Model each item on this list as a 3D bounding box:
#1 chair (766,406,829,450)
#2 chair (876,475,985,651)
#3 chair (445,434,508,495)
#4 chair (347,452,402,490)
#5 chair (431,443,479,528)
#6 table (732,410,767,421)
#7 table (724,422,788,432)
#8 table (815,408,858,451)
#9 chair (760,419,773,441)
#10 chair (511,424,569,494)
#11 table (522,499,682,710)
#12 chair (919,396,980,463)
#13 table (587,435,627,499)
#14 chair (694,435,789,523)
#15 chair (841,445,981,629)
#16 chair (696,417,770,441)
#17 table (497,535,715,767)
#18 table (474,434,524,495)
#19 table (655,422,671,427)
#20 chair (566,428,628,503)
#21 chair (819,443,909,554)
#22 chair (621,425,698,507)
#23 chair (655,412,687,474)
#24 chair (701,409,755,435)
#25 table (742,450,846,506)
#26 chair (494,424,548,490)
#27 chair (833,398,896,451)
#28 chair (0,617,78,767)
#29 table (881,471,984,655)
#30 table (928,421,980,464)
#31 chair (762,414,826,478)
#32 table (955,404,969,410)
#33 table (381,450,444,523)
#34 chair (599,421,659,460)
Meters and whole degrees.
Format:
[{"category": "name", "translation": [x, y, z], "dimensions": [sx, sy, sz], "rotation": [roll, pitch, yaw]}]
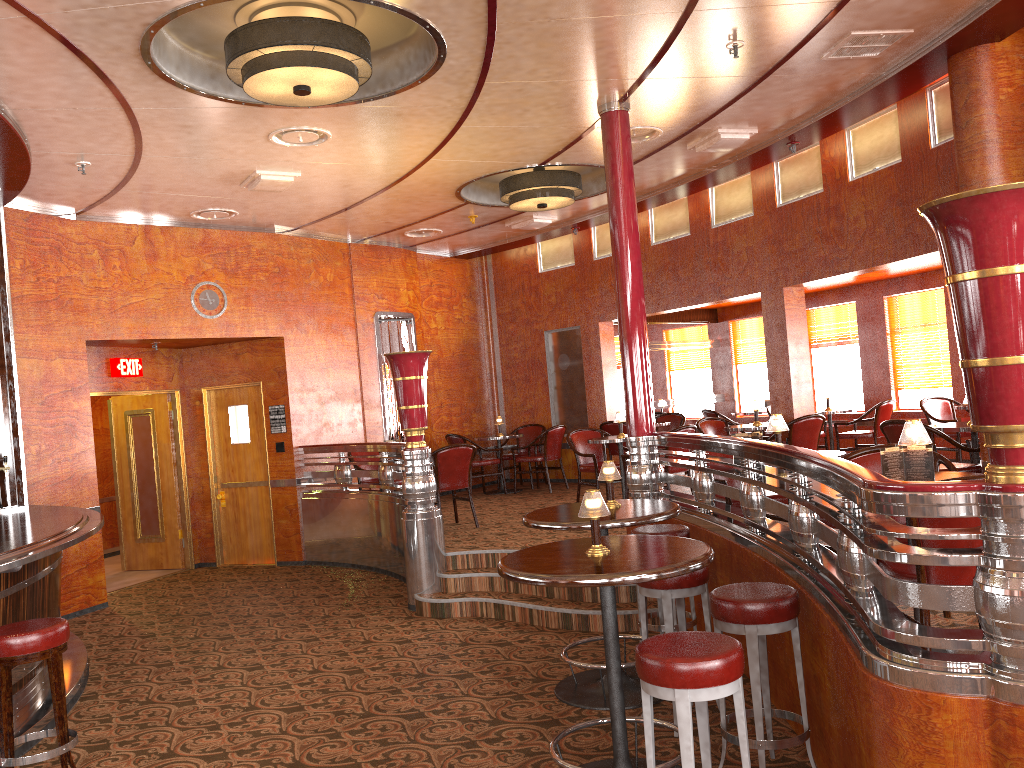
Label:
[{"category": "chair", "translation": [3.501, 0.659, 10.944], "dimensions": [0.587, 0.817, 0.615], "rotation": [-5, 0, -44]}, {"category": "chair", "translation": [1.626, 0.707, 3.207], "dimensions": [0.588, 0.817, 0.615], "rotation": [-5, 0, 11]}, {"category": "chair", "translation": [-0.487, 1.000, 11.110], "dimensions": [0.615, 0.817, 0.588], "rotation": [-5, 0, -34]}, {"category": "chair", "translation": [-1.388, 1.052, 9.399], "dimensions": [0.615, 0.817, 0.587], "rotation": [-5, 0, 41]}, {"category": "chair", "translation": [-0.629, 0.974, 8.436], "dimensions": [0.587, 0.817, 0.615], "rotation": [-5, 0, -34]}, {"category": "table", "translation": [3.402, 0.735, 12.283], "dimensions": [0.640, 0.720, 0.640], "rotation": [-5, 0, 1]}, {"category": "table", "translation": [2.454, 0.765, 8.774], "dimensions": [0.639, 0.720, 0.640], "rotation": [-5, 0, -40]}, {"category": "table", "translation": [3.832, 0.674, 10.630], "dimensions": [0.640, 0.720, 0.639], "rotation": [-5, 0, 32]}, {"category": "chair", "translation": [3.677, 0.655, 11.728], "dimensions": [0.587, 0.817, 0.615], "rotation": [-5, 0, -12]}, {"category": "chair", "translation": [0.389, 0.924, 11.027], "dimensions": [0.615, 0.817, 0.587], "rotation": [-5, 0, 36]}, {"category": "table", "translation": [0.517, 1.153, 4.757], "dimensions": [0.849, 0.960, 0.849], "rotation": [-5, 0, 1]}, {"category": "chair", "translation": [4.746, 0.532, 9.495], "dimensions": [0.587, 0.817, 0.615], "rotation": [-5, 0, -19]}, {"category": "table", "translation": [1.089, 0.880, 8.715], "dimensions": [0.639, 0.720, 0.640], "rotation": [-5, 0, -40]}, {"category": "chair", "translation": [1.539, 0.752, 5.814], "dimensions": [0.587, 0.817, 0.615], "rotation": [-5, 0, -9]}, {"category": "chair", "translation": [1.771, 0.707, 4.029], "dimensions": [0.588, 0.817, 0.615], "rotation": [-5, 0, 16]}, {"category": "chair", "translation": [2.244, 0.739, 9.082], "dimensions": [0.587, 0.817, 0.615], "rotation": [-5, 0, -34]}, {"category": "table", "translation": [0.404, 1.145, 3.499], "dimensions": [0.850, 0.960, 0.849], "rotation": [-5, 0, 23]}, {"category": "table", "translation": [-0.142, 1.023, 11.343], "dimensions": [0.639, 0.720, 0.640], "rotation": [-5, 0, -40]}, {"category": "table", "translation": [1.717, 0.863, 11.239], "dimensions": [0.639, 0.720, 0.640], "rotation": [-5, 0, -40]}, {"category": "chair", "translation": [0.904, 0.852, 9.057], "dimensions": [0.587, 0.817, 0.615], "rotation": [-5, 0, -29]}, {"category": "chair", "translation": [1.855, 0.708, 4.659], "dimensions": [0.587, 0.817, 0.615], "rotation": [-5, 0, -9]}, {"category": "chair", "translation": [1.424, 0.797, 8.253], "dimensions": [0.587, 0.817, 0.615], "rotation": [-5, 0, -44]}, {"category": "chair", "translation": [1.971, 0.798, 11.597], "dimensions": [0.588, 0.817, 0.615], "rotation": [-5, 0, 41]}, {"category": "chair", "translation": [2.950, 0.723, 12.157], "dimensions": [0.615, 0.817, 0.588], "rotation": [-5, 0, -12]}, {"category": "table", "translation": [1.657, 0.782, 5.220], "dimensions": [0.639, 0.720, 0.640], "rotation": [-5, 0, -8]}, {"category": "chair", "translation": [0.160, 0.954, 11.741], "dimensions": [0.588, 0.817, 0.615], "rotation": [-5, 0, 31]}, {"category": "chair", "translation": [4.164, 0.594, 10.337], "dimensions": [0.587, 0.817, 0.615], "rotation": [-5, 0, -44]}, {"category": "chair", "translation": [-2.172, 1.474, 4.020], "dimensions": [0.350, 0.755, 0.350], "rotation": [-5, 0, -28]}, {"category": "table", "translation": [1.670, 0.758, 3.667], "dimensions": [0.639, 0.720, 0.640], "rotation": [-5, 0, -26]}, {"category": "table", "translation": [3.418, 0.651, 6.509], "dimensions": [0.640, 0.720, 0.639], "rotation": [-5, 0, 32]}, {"category": "chair", "translation": [2.620, 0.696, 8.303], "dimensions": [0.587, 0.817, 0.615], "rotation": [-5, 0, -29]}, {"category": "table", "translation": [4.915, 0.560, 9.072], "dimensions": [0.640, 0.720, 0.639], "rotation": [-5, 0, 39]}, {"category": "table", "translation": [-0.965, 1.058, 8.926], "dimensions": [0.639, 0.720, 0.640], "rotation": [-5, 0, -40]}, {"category": "chair", "translation": [1.427, 0.834, 10.881], "dimensions": [0.588, 0.817, 0.615], "rotation": [-5, 0, 41]}]
